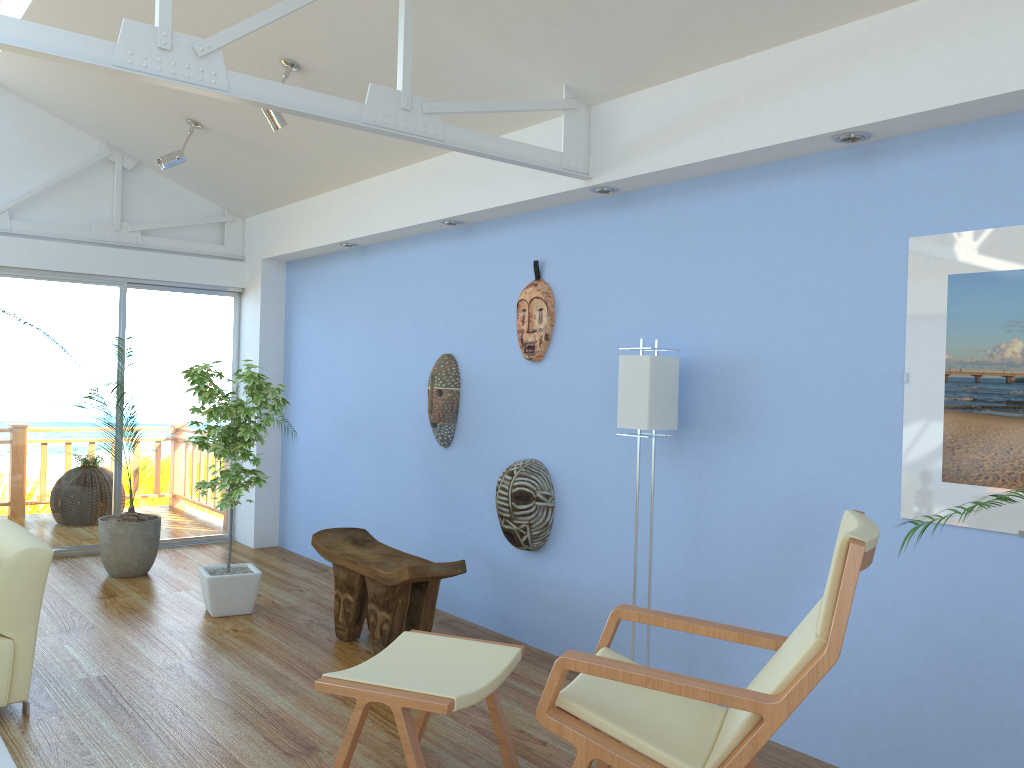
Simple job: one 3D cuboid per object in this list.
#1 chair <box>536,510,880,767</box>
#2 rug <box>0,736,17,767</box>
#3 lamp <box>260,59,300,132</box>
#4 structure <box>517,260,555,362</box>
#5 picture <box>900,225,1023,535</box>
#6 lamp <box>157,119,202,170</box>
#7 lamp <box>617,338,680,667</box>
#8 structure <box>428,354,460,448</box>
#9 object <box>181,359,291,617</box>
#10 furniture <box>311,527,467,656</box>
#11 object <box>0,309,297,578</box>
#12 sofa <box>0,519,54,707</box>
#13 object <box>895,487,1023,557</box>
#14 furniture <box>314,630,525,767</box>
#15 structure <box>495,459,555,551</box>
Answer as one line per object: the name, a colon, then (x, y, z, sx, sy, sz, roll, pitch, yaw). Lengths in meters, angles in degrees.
chair: (0.567, 0.849, 2.518, 0.859, 0.982, 0.632, 2, 0, 22)
rug: (-2.218, 1.255, 1.968, 2.100, 0.018, 1.400, 2, 0, -38)
lamp: (-1.162, -1.433, 4.411, 0.195, 0.351, 0.127, 2, 0, -21)
structure: (0.105, -0.367, 4.461, 0.063, 0.508, 0.264, 2, 0, -38)
picture: (1.757, -0.006, 2.413, 0.005, 0.937, 1.419, 2, 0, -38)
lamp: (-2.058, -1.475, 5.492, 0.254, 0.327, 0.118, 2, 0, -21)
lamp: (0.547, 0.574, 3.665, 0.200, 1.520, 0.200, 2, 0, -38)
structure: (-0.418, 0.095, 5.061, 0.115, 0.541, 0.254, 2, 0, -38)
object: (-1.542, 0.565, 4.912, 0.495, 1.409, 0.699, 2, 0, 5)
furniture: (-0.648, 1.044, 4.412, 0.329, 0.507, 1.100, 2, 0, -38)
object: (-2.366, 0.395, 5.740, 1.563, 1.695, 1.706, 2, 0, 43)
sofa: (-2.978, 0.876, 2.977, 2.448, 0.597, 0.950, 2, 0, -38)
object: (1.471, 0.523, 0.862, 1.563, 1.695, 1.706, 2, 0, -18)
furniture: (-0.278, 1.100, 2.849, 0.449, 0.427, 0.619, 2, 0, 22)
structure: (0.026, 0.610, 4.430, 0.185, 0.466, 0.359, 2, 0, -38)
